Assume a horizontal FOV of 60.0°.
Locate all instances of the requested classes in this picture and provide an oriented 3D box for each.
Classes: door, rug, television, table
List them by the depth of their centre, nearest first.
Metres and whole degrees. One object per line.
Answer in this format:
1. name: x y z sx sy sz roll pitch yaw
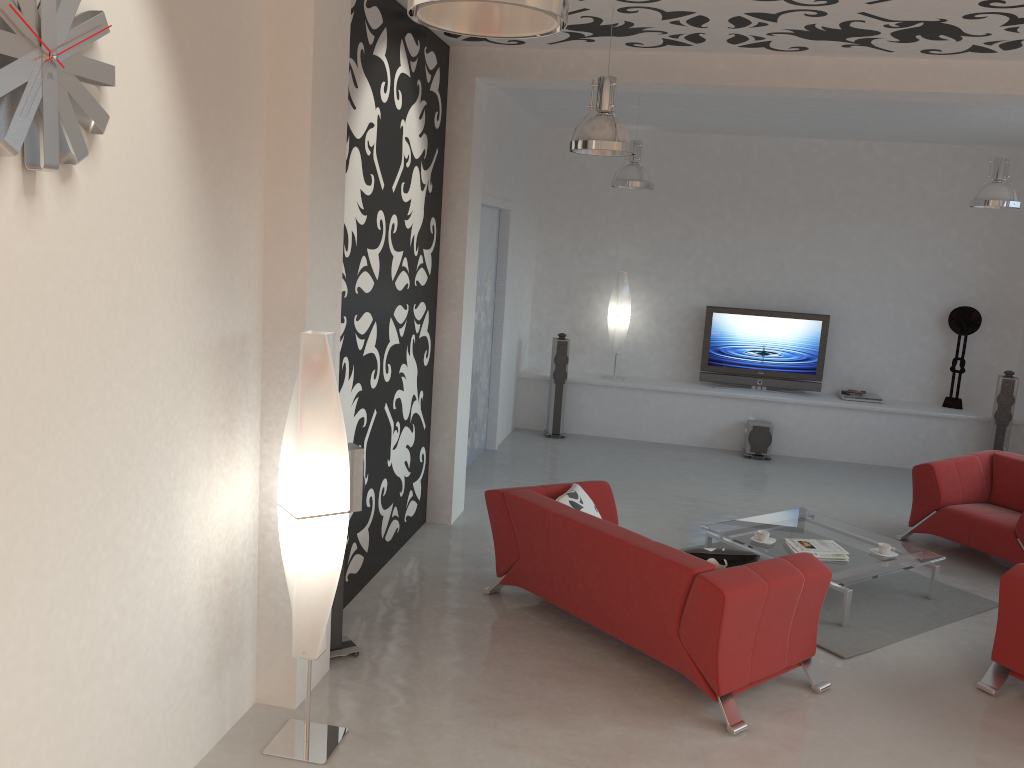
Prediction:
1. table: 2.101 1.213 6.090 1.097 0.286 1.162 -3 11 -34
2. rug: 2.081 1.357 6.107 1.700 0.025 1.700 -3 11 -34
3. door: -0.339 -0.470 8.391 0.240 2.550 1.600 5 10 10
4. television: 2.871 -0.382 10.140 1.356 0.919 0.343 5 10 10

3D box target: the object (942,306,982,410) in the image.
1. object: 4.924 -0.292 9.755 0.331 1.130 0.108 10 11 35

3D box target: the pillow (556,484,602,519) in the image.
1. pillow: 0.423 0.823 5.359 0.288 0.343 0.402 7 10 18

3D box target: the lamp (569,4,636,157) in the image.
1. lamp: 0.535 -1.701 4.949 0.379 0.800 0.379 4 9 3

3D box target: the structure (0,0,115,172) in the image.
1. structure: -1.243 -0.867 2.342 0.090 0.596 0.596 5 10 10

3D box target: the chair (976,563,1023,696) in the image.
1. chair: 3.256 1.314 4.596 1.288 0.738 0.951 -2 11 -29

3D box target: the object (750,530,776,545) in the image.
1. object: 1.690 1.028 5.961 0.153 0.069 0.153 11 12 36

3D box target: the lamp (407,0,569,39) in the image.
1. lamp: -0.032 -1.255 2.037 0.379 0.800 0.379 1 10 -18

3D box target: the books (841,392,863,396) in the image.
1. books: 3.833 0.110 9.999 0.190 0.015 0.135 -1 10 -24

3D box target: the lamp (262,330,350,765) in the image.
1. lamp: -0.831 0.670 3.687 0.313 1.779 0.313 7 10 18

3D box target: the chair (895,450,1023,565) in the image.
1. chair: 3.806 0.990 6.767 0.951 0.738 1.288 -2 11 -29

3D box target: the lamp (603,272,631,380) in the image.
1. lamp: 1.238 -0.683 10.327 0.263 1.239 0.263 4 9 2

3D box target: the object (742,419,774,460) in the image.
1. object: 2.703 0.611 9.730 0.336 0.374 0.337 5 10 10

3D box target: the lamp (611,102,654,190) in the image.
1. lamp: 1.102 -2.147 7.861 0.379 0.800 0.379 5 9 7

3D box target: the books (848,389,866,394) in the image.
1. books: 3.884 0.086 9.984 0.190 0.015 0.135 7 10 20

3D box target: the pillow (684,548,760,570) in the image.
1. pillow: 1.046 0.990 4.598 0.402 0.343 0.288 4 9 3

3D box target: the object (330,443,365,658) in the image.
1. object: -0.896 0.864 4.536 0.229 1.112 0.214 -3 11 -34

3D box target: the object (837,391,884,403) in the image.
1. object: 3.928 0.144 10.014 0.430 0.045 0.352 5 10 10

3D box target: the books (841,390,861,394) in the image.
1. books: 3.834 0.095 10.000 0.190 0.015 0.135 2 10 -10

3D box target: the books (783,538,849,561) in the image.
1. books: 2.004 1.086 5.838 0.367 0.035 0.345 4 9 0

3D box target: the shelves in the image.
1. shelves: 2.823 0.112 10.105 5.500 0.050 0.650 5 10 10

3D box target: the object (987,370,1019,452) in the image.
1. object: 5.075 0.441 9.209 0.255 1.184 0.273 8 10 25

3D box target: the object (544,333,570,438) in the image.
1. object: 0.521 0.008 10.035 0.255 1.184 0.273 3 9 -5

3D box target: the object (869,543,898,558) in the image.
1. object: 2.457 1.095 5.859 0.153 0.069 0.153 0 10 -23

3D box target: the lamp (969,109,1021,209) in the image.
1. lamp: 4.050 -1.867 7.329 0.379 0.800 0.379 -4 12 -39

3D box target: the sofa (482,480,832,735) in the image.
1. sofa: 0.736 1.083 4.997 0.951 0.738 1.929 -4 12 -39
